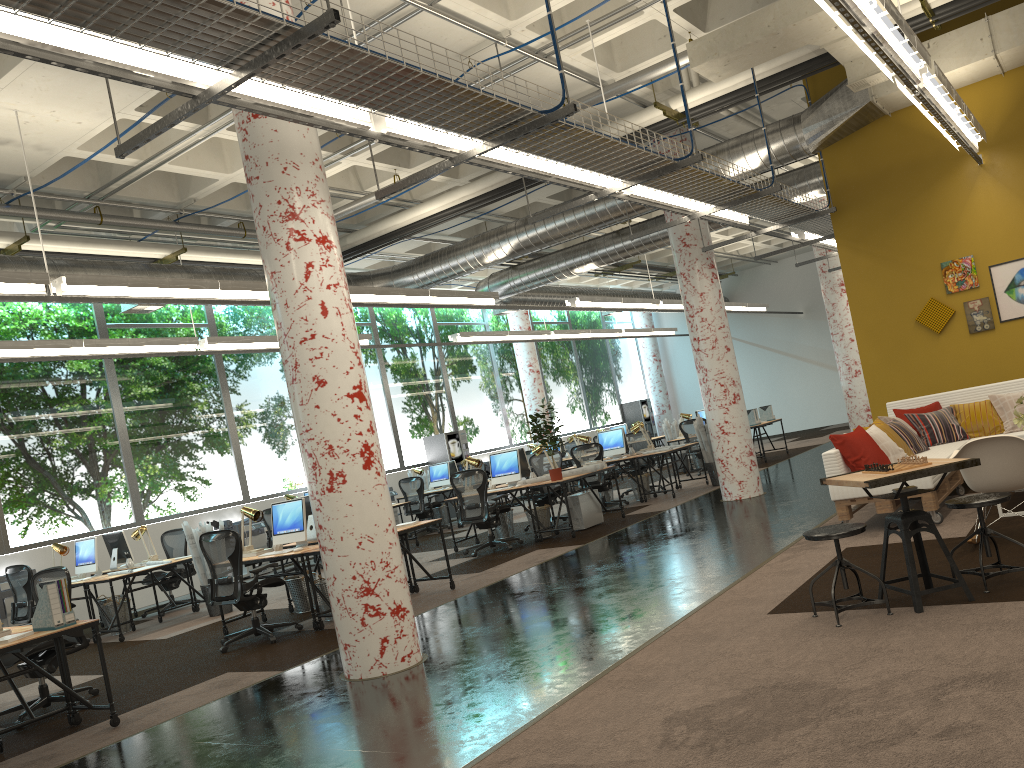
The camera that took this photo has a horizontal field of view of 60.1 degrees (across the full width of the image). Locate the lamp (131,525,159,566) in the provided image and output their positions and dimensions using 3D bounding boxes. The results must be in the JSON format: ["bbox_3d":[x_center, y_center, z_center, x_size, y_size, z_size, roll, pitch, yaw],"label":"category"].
[{"bbox_3d":[-4.624,2.087,11.212,0.208,0.610,0.531,-11,-2,-36],"label":"lamp"}]

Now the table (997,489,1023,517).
[{"bbox_3d":[4.538,0.748,7.176,0.990,0.330,1.258,-14,-4,35],"label":"table"}]

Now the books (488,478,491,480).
[{"bbox_3d":[-0.342,1.762,16.508,0.200,0.024,0.235,-12,-4,8],"label":"books"}]

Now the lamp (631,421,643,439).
[{"bbox_3d":[3.342,1.237,22.813,0.218,0.610,0.531,-11,-2,-36],"label":"lamp"}]

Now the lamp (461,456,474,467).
[{"bbox_3d":[-0.731,1.671,16.880,0.218,0.610,0.531,-11,-2,-36],"label":"lamp"}]

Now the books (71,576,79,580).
[{"bbox_3d":[-5.658,2.479,11.191,0.310,0.038,0.225,-14,-4,35],"label":"books"}]

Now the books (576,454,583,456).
[{"bbox_3d":[1.520,1.616,20.170,0.310,0.038,0.225,-14,-4,35],"label":"books"}]

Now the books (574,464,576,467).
[{"bbox_3d":[1.208,1.324,14.742,0.310,0.038,0.225,-14,-4,35],"label":"books"}]

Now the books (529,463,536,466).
[{"bbox_3d":[0.474,1.825,20.125,0.310,0.038,0.225,-14,-4,35],"label":"books"}]

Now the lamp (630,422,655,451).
[{"bbox_3d":[2.243,0.932,14.763,0.208,0.610,0.531,-11,-2,-36],"label":"lamp"}]

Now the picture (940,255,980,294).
[{"bbox_3d":[4.977,-1.214,9.844,0.333,0.355,0.027,-13,-1,35],"label":"picture"}]

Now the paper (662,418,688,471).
[{"bbox_3d":[3.500,1.280,18.891,0.441,1.197,0.412,-12,-1,13],"label":"paper"}]

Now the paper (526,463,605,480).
[{"bbox_3d":[0.678,1.187,11.704,1.134,0.082,0.083,-11,-2,0],"label":"paper"}]

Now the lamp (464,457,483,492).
[{"bbox_3d":[-0.571,1.308,12.161,0.218,0.610,0.531,-11,-2,-36],"label":"lamp"}]

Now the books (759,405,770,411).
[{"bbox_3d":[5.139,0.593,17.852,0.235,0.310,0.067,-13,-1,35],"label":"books"}]

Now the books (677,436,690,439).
[{"bbox_3d":[3.527,1.065,17.949,0.310,0.038,0.225,-14,-4,35],"label":"books"}]

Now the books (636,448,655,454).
[{"bbox_3d":[2.254,1.115,14.788,0.310,0.038,0.225,-14,-4,35],"label":"books"}]

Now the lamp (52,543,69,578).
[{"bbox_3d":[-5.719,2.309,11.220,0.208,0.610,0.531,-11,-2,-36],"label":"lamp"}]

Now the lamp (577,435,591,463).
[{"bbox_3d":[1.148,1.154,14.771,0.208,0.610,0.531,-11,-2,-36],"label":"lamp"}]

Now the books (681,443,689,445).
[{"bbox_3d":[2.776,1.012,14.637,0.243,0.019,0.206,-10,-4,-18],"label":"books"}]

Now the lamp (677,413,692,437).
[{"bbox_3d":[3.463,0.895,17.975,0.218,0.610,0.531,-11,-2,-36],"label":"lamp"}]

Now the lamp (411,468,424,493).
[{"bbox_3d":[-1.830,1.894,16.885,0.208,0.610,0.531,-11,-2,-36],"label":"lamp"}]

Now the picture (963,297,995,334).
[{"bbox_3d":[5.157,-0.757,9.779,0.253,0.355,0.027,-13,-1,35],"label":"picture"}]

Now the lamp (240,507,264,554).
[{"bbox_3d":[-2.678,1.551,9.036,0.218,0.610,0.531,-11,-2,-36],"label":"lamp"}]

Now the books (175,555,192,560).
[{"bbox_3d":[-4.090,2.167,11.086,0.243,0.019,0.206,-10,-4,-18],"label":"books"}]

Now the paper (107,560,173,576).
[{"bbox_3d":[-4.445,2.191,10.581,0.571,0.061,0.623,-14,-4,32],"label":"paper"}]

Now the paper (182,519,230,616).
[{"bbox_3d":[-3.648,2.188,10.690,0.441,1.197,0.412,-12,-1,13],"label":"paper"}]

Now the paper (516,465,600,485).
[{"bbox_3d":[0.583,1.197,11.567,1.136,0.082,0.083,-12,-2,10],"label":"paper"}]

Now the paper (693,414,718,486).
[{"bbox_3d":[3.218,1.033,14.241,0.441,1.197,0.412,-12,-1,13],"label":"paper"}]

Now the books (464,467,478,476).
[{"bbox_3d":[-0.727,1.653,15.930,0.235,0.310,0.067,-13,-1,35],"label":"books"}]

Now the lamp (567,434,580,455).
[{"bbox_3d":[1.513,1.432,20.149,0.218,0.610,0.531,-11,-2,-36],"label":"lamp"}]

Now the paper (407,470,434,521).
[{"bbox_3d":[-1.796,2.280,17.798,0.441,1.197,0.412,-12,-1,13],"label":"paper"}]

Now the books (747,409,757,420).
[{"bbox_3d":[4.569,0.654,17.023,0.235,0.310,0.067,-13,-1,35],"label":"books"}]

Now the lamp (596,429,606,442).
[{"bbox_3d":[2.238,1.460,22.814,0.218,0.610,0.531,-11,-2,-36],"label":"lamp"}]

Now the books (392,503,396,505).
[{"bbox_3d":[-1.977,1.936,14.127,0.200,0.024,0.235,-12,-4,8],"label":"books"}]

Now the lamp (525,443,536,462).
[{"bbox_3d":[0.410,1.655,20.151,0.218,0.610,0.531,-11,-2,-36],"label":"lamp"}]

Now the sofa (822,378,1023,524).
[{"bbox_3d":[4.272,0.543,8.085,2.029,0.930,2.844,-14,-4,34],"label":"sofa"}]

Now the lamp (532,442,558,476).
[{"bbox_3d":[0.529,1.085,12.156,0.208,0.610,0.531,-11,-2,-36],"label":"lamp"}]

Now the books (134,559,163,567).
[{"bbox_3d":[-4.612,2.271,11.237,0.310,0.038,0.225,-14,-4,35],"label":"books"}]

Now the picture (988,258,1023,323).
[{"bbox_3d":[5.554,-1.048,9.479,0.710,0.632,0.018,-13,-1,35],"label":"picture"}]

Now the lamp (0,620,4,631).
[{"bbox_3d":[-3.621,1.546,6.046,0.218,0.610,0.531,-11,-2,-36],"label":"lamp"}]

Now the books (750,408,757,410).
[{"bbox_3d":[4.653,0.645,17.144,0.235,0.310,0.067,-13,-1,35],"label":"books"}]

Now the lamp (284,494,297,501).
[{"bbox_3d":[-3.593,2.082,14.320,0.218,0.610,0.531,-11,-2,-36],"label":"lamp"}]

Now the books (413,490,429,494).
[{"bbox_3d":[-1.770,2.064,16.856,0.310,0.038,0.225,-14,-4,35],"label":"books"}]

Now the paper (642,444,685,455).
[{"bbox_3d":[2.421,1.035,14.132,0.571,0.061,0.623,-14,-4,32],"label":"paper"}]

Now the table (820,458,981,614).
[{"bbox_3d":[2.239,0.853,4.997,0.625,0.758,0.617,-11,-2,-5],"label":"table"}]

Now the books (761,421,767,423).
[{"bbox_3d":[4.955,0.762,17.601,0.200,0.024,0.235,-12,-4,8],"label":"books"}]
